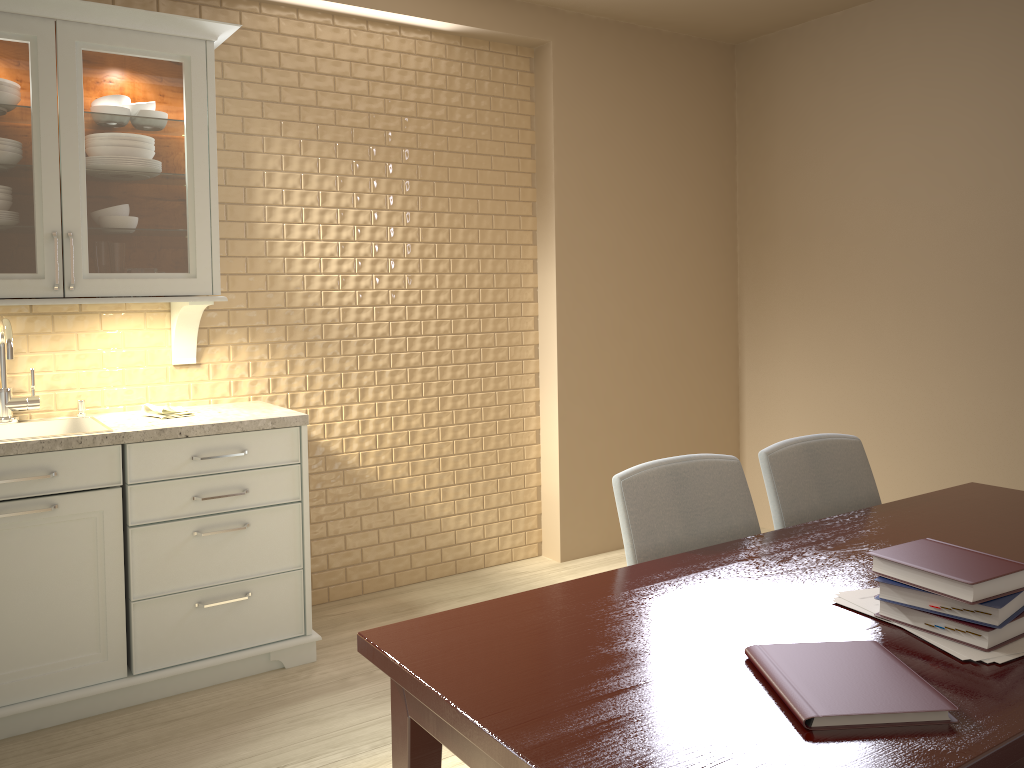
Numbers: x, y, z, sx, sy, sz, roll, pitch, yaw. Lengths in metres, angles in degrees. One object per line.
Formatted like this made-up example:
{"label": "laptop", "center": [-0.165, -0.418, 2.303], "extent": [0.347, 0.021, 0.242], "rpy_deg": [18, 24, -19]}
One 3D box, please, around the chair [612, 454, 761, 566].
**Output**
{"label": "chair", "center": [0.503, 0.593, 1.782], "extent": [0.400, 0.826, 0.506], "rpy_deg": [-3, 3, -34]}

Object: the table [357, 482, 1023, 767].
{"label": "table", "center": [0.704, 0.690, 1.557], "extent": [1.762, 0.678, 0.753], "rpy_deg": [-5, 5, -34]}

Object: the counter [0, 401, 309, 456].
{"label": "counter", "center": [-1.722, 0.176, 2.500], "extent": [2.202, 0.035, 0.524], "rpy_deg": [-5, 7, -34]}

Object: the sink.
{"label": "sink", "center": [-1.471, 0.345, 2.621], "extent": [0.485, 0.414, 0.381], "rpy_deg": [-4, 4, -34]}

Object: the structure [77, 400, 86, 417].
{"label": "structure", "center": [-1.433, 0.082, 2.943], "extent": [0.029, 0.056, 0.029], "rpy_deg": [0, 3, 21]}

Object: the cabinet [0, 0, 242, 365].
{"label": "cabinet", "center": [-1.776, -0.552, 2.511], "extent": [1.932, 1.110, 0.411], "rpy_deg": [-4, 3, -34]}

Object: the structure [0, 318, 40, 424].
{"label": "structure", "center": [-1.559, -0.038, 2.755], "extent": [0.142, 0.336, 0.211], "rpy_deg": [-2, 3, -24]}

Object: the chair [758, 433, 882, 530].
{"label": "chair", "center": [0.882, 0.561, 2.035], "extent": [0.400, 0.826, 0.506], "rpy_deg": [-3, 3, -34]}

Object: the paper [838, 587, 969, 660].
{"label": "paper", "center": [0.690, 0.363, 1.388], "extent": [0.210, 0.001, 0.291], "rpy_deg": [-2, 6, -14]}

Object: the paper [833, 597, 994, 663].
{"label": "paper", "center": [0.690, 0.364, 1.388], "extent": [0.210, 0.001, 0.291], "rpy_deg": [-4, 6, -23]}

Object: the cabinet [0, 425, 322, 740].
{"label": "cabinet", "center": [-1.730, 0.574, 2.552], "extent": [2.223, 0.792, 0.639], "rpy_deg": [-5, 5, -34]}

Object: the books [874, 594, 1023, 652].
{"label": "books", "center": [0.686, 0.349, 1.362], "extent": [0.165, 0.032, 0.183], "rpy_deg": [-5, 7, -33]}

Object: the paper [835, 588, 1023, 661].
{"label": "paper", "center": [0.690, 0.363, 1.388], "extent": [0.210, 0.001, 0.291], "rpy_deg": [-3, 6, -19]}

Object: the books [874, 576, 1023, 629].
{"label": "books", "center": [0.682, 0.317, 1.364], "extent": [0.165, 0.032, 0.183], "rpy_deg": [-6, 8, -43]}

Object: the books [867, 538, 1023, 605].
{"label": "books", "center": [0.678, 0.285, 1.368], "extent": [0.165, 0.032, 0.183], "rpy_deg": [-4, 6, -28]}

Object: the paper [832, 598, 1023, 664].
{"label": "paper", "center": [0.690, 0.364, 1.388], "extent": [0.210, 0.001, 0.291], "rpy_deg": [-4, 7, -28]}

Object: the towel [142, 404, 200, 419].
{"label": "towel", "center": [-1.122, 0.085, 2.939], "extent": [0.171, 0.050, 0.164], "rpy_deg": [4, 7, 42]}

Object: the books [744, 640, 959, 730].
{"label": "books", "center": [0.432, 0.387, 1.153], "extent": [0.193, 0.017, 0.216], "rpy_deg": [-1, 6, -4]}
